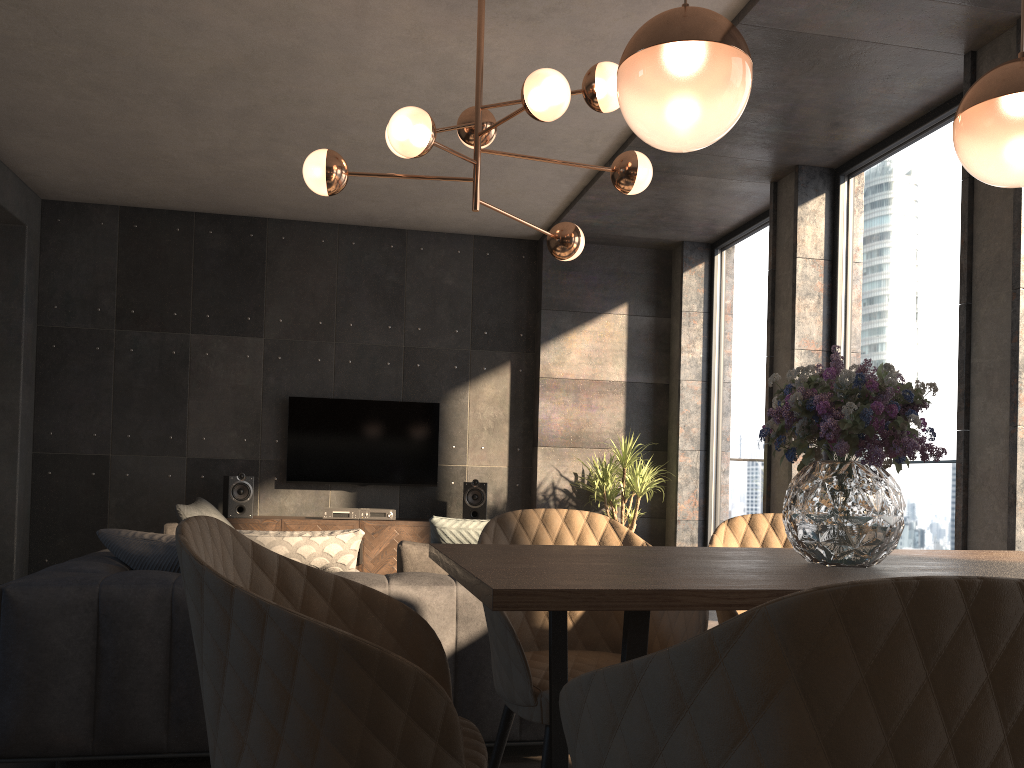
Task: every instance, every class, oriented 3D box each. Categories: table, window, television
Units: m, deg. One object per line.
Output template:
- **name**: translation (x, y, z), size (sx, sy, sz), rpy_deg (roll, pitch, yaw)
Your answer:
- **table**: translation (0.606, 0.724, 1.662), size (1.467, 0.767, 0.772), rpy_deg (3, -4, -11)
- **window**: translation (2.438, -0.081, 4.081), size (0.199, 2.987, 7.298), rpy_deg (2, -5, -11)
- **television**: translation (-1.257, 0.503, 7.510), size (1.266, 0.734, 0.057), rpy_deg (3, -1, -12)

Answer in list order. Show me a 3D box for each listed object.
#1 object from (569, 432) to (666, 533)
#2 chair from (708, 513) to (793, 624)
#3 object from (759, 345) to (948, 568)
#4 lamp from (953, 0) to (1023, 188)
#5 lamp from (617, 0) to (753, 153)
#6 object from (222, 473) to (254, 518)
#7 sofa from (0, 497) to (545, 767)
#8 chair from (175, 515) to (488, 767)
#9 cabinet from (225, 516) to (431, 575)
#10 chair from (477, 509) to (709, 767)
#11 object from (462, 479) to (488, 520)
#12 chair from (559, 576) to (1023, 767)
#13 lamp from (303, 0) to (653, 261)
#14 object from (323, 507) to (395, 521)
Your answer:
- **object**: translation (0.876, 1.065, 7.500), size (0.951, 1.357, 1.028), rpy_deg (1, -3, 20)
- **chair**: translation (0.767, 0.761, 2.277), size (0.555, 0.834, 0.512), rpy_deg (2, -2, -2)
- **object**: translation (0.616, 0.132, 1.640), size (0.299, 0.408, 0.328), rpy_deg (4, -4, -41)
- **lamp**: translation (1.011, -1.158, 1.734), size (0.239, 1.541, 0.239), rpy_deg (2, -1, -6)
- **lamp**: translation (0.326, -1.192, 1.595), size (0.239, 1.541, 0.239), rpy_deg (2, -1, -36)
- **object**: translation (-2.171, 0.880, 7.006), size (0.198, 0.353, 0.249), rpy_deg (3, -3, -26)
- **sofa**: translation (-0.815, 0.939, 4.089), size (2.024, 0.781, 2.924), rpy_deg (3, -6, -12)
- **chair**: translation (-0.299, 0.648, 1.505), size (0.510, 0.834, 0.557), rpy_deg (2, -3, -7)
- **cabinet**: translation (-1.272, 1.387, 7.267), size (2.409, 0.550, 0.542), rpy_deg (3, -4, -11)
- **chair**: translation (0.169, 0.731, 2.151), size (0.555, 0.834, 0.511), rpy_deg (2, -2, -17)
- **object**: translation (-0.308, 0.972, 7.385), size (0.198, 0.353, 0.250), rpy_deg (2, -3, -1)
- **chair**: translation (0.340, 0.615, 1.033), size (0.555, 0.834, 0.511), rpy_deg (2, -2, -12)
- **lamp**: translation (-0.021, -1.219, 3.769), size (1.467, 1.035, 1.016), rpy_deg (5, -5, -35)
- **object**: translation (-1.249, 1.061, 7.204), size (0.573, 0.087, 0.271), rpy_deg (3, -6, -11)
